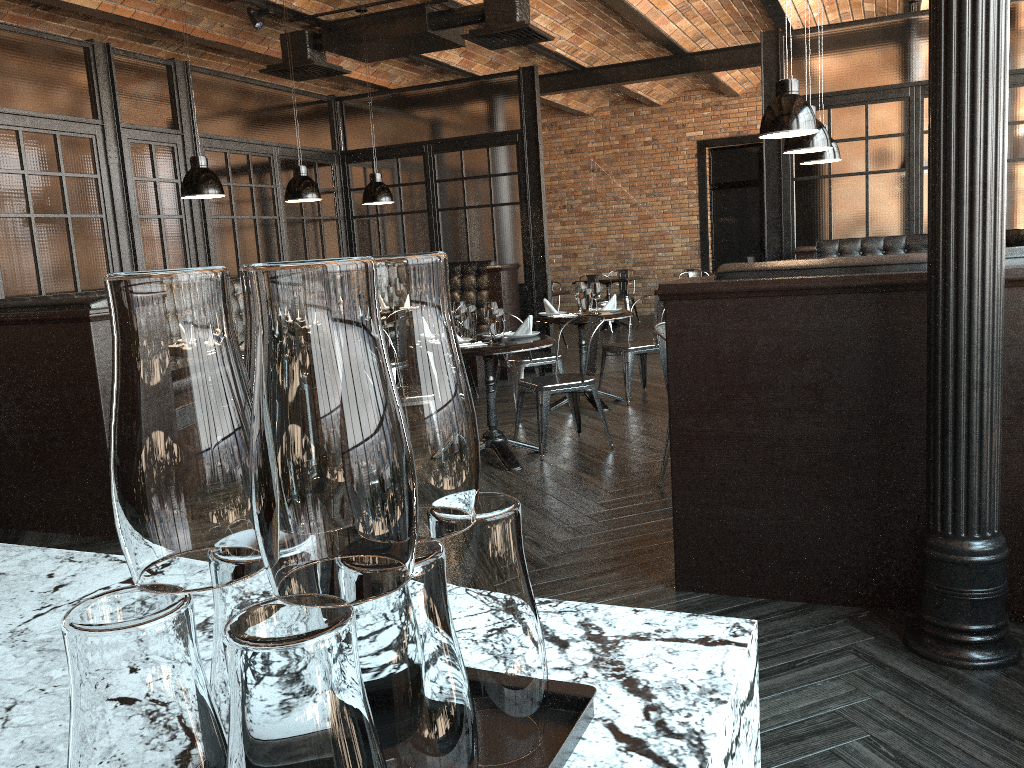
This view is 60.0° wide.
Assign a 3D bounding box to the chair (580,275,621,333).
[{"bbox_3d":[1.289,-1.200,13.102,0.504,0.857,0.558,0,10,23],"label":"chair"}]

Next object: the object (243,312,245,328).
[{"bbox_3d":[-1.818,-0.385,6.167,0.092,0.244,0.092,-3,9,7],"label":"object"}]

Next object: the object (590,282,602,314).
[{"bbox_3d":[0.664,-0.675,6.985,0.092,0.244,0.092,-6,9,-13],"label":"object"}]

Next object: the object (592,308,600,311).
[{"bbox_3d":[0.731,-0.625,7.379,0.255,0.019,0.157,-3,9,4],"label":"object"}]

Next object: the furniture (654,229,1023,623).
[{"bbox_3d":[2.508,-0.263,5.324,1.979,1.212,5.451,0,10,23],"label":"furniture"}]

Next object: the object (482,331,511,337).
[{"bbox_3d":[-0.085,-0.323,5.771,0.255,0.019,0.157,-10,11,-36],"label":"object"}]

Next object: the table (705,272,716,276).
[{"bbox_3d":[3.275,-1.261,12.976,0.866,0.758,0.866,-7,9,-18],"label":"table"}]

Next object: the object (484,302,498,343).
[{"bbox_3d":[-0.120,-0.374,5.370,0.092,0.244,0.092,0,9,22],"label":"object"}]

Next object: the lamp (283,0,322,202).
[{"bbox_3d":[-1.670,-2.233,6.743,0.291,1.653,0.291,-7,9,-21],"label":"lamp"}]

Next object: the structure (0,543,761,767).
[{"bbox_3d":[-2.552,0.600,1.173,5.346,1.430,1.930,0,10,23],"label":"structure"}]

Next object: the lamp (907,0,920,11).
[{"bbox_3d":[3.967,-2.937,8.769,0.291,1.653,0.291,-4,9,-2],"label":"lamp"}]

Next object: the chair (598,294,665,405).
[{"bbox_3d":[1.047,-0.309,7.417,0.558,0.857,0.504,-8,10,-26],"label":"chair"}]

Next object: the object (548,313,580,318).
[{"bbox_3d":[0.417,-0.545,6.991,0.255,0.019,0.157,-6,9,-16],"label":"object"}]

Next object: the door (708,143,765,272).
[{"bbox_3d":[4.228,-2.624,14.824,1.826,2.761,0.108,0,10,23],"label":"door"}]

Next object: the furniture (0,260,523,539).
[{"bbox_3d":[-1.842,-0.262,7.189,1.979,1.212,5.451,0,10,23],"label":"furniture"}]

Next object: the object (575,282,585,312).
[{"bbox_3d":[0.567,-0.720,7.324,0.092,0.244,0.092,-1,9,20],"label":"object"}]

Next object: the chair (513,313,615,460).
[{"bbox_3d":[0.321,-0.006,5.758,0.558,0.857,0.504,-7,9,-21],"label":"chair"}]

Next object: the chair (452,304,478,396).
[{"bbox_3d":[-0.618,-0.265,7.847,0.558,0.857,0.504,-2,9,13],"label":"chair"}]

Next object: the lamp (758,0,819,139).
[{"bbox_3d":[1.318,-2.052,4.281,0.291,1.653,0.291,-7,9,-21],"label":"lamp"}]

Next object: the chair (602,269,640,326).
[{"bbox_3d":[1.712,-1.377,14.065,0.504,0.857,0.558,0,10,23],"label":"chair"}]

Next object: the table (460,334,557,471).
[{"bbox_3d":[-0.132,0.103,5.576,0.866,0.758,0.866,-6,9,-13],"label":"table"}]

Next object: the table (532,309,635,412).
[{"bbox_3d":[0.580,-0.200,7.240,0.866,0.758,0.866,-6,9,-13],"label":"table"}]

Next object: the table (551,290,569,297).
[{"bbox_3d":[0.164,-0.722,10.808,0.872,0.758,0.872,0,10,23],"label":"table"}]

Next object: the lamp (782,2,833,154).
[{"bbox_3d":[1.746,-2.234,5.281,0.291,1.653,0.291,-11,12,-41],"label":"lamp"}]

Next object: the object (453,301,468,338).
[{"bbox_3d":[-0.327,-0.405,5.657,0.092,0.244,0.092,0,9,22],"label":"object"}]

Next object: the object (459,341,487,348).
[{"bbox_3d":[-0.246,-0.240,5.299,0.255,0.019,0.157,-6,9,-16],"label":"object"}]

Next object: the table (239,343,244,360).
[{"bbox_3d":[-1.934,0.142,6.099,0.872,0.758,0.872,0,10,23],"label":"table"}]

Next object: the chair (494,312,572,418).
[{"bbox_3d":[0.107,-0.190,7.045,0.558,0.857,0.504,-8,10,-26],"label":"chair"}]

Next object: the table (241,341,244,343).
[{"bbox_3d":[-1.506,-0.041,7.100,0.872,0.758,0.872,0,10,23],"label":"table"}]

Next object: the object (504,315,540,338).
[{"bbox_3d":[0.059,-0.364,5.616,0.232,0.139,0.232,-7,9,-22],"label":"object"}]

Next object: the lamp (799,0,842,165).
[{"bbox_3d":[2.174,-2.416,6.281,0.291,1.653,0.291,-4,9,-2],"label":"lamp"}]

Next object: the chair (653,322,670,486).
[{"bbox_3d":[1.079,0.089,4.819,0.558,0.857,0.504,1,10,28],"label":"chair"}]

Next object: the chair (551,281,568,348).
[{"bbox_3d":[0.373,-0.856,11.259,0.504,0.857,0.558,0,10,23],"label":"chair"}]

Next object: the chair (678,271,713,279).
[{"bbox_3d":[2.407,-1.027,11.497,0.504,0.857,0.558,-2,9,8],"label":"chair"}]

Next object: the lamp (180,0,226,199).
[{"bbox_3d":[-2.098,-2.051,5.743,0.291,1.653,0.291,-7,9,-21],"label":"lamp"}]

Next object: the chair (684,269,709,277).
[{"bbox_3d":[2.786,-1.242,12.732,0.558,0.857,0.504,-8,10,-26],"label":"chair"}]

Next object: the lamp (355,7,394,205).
[{"bbox_3d":[-1.243,-2.415,7.743,0.291,1.653,0.291,-7,9,-21],"label":"lamp"}]

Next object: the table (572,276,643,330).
[{"bbox_3d":[1.482,-1.235,13.575,0.872,0.758,0.872,0,10,23],"label":"table"}]

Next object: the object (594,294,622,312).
[{"bbox_3d":[0.770,-0.649,7.156,0.232,0.139,0.232,-1,9,19],"label":"object"}]

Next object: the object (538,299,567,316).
[{"bbox_3d":[0.325,-0.621,7.170,0.232,0.139,0.232,-7,9,-21],"label":"object"}]

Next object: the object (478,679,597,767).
[{"bbox_3d":[-0.129,0.321,0.667,0.273,0.019,0.437,0,10,23],"label":"object"}]

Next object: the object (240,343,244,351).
[{"bbox_3d":[-1.778,-0.293,5.939,0.232,0.139,0.232,-7,9,-18],"label":"object"}]

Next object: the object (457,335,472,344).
[{"bbox_3d":[-0.363,-0.315,5.478,0.232,0.139,0.232,-5,9,-7],"label":"object"}]
